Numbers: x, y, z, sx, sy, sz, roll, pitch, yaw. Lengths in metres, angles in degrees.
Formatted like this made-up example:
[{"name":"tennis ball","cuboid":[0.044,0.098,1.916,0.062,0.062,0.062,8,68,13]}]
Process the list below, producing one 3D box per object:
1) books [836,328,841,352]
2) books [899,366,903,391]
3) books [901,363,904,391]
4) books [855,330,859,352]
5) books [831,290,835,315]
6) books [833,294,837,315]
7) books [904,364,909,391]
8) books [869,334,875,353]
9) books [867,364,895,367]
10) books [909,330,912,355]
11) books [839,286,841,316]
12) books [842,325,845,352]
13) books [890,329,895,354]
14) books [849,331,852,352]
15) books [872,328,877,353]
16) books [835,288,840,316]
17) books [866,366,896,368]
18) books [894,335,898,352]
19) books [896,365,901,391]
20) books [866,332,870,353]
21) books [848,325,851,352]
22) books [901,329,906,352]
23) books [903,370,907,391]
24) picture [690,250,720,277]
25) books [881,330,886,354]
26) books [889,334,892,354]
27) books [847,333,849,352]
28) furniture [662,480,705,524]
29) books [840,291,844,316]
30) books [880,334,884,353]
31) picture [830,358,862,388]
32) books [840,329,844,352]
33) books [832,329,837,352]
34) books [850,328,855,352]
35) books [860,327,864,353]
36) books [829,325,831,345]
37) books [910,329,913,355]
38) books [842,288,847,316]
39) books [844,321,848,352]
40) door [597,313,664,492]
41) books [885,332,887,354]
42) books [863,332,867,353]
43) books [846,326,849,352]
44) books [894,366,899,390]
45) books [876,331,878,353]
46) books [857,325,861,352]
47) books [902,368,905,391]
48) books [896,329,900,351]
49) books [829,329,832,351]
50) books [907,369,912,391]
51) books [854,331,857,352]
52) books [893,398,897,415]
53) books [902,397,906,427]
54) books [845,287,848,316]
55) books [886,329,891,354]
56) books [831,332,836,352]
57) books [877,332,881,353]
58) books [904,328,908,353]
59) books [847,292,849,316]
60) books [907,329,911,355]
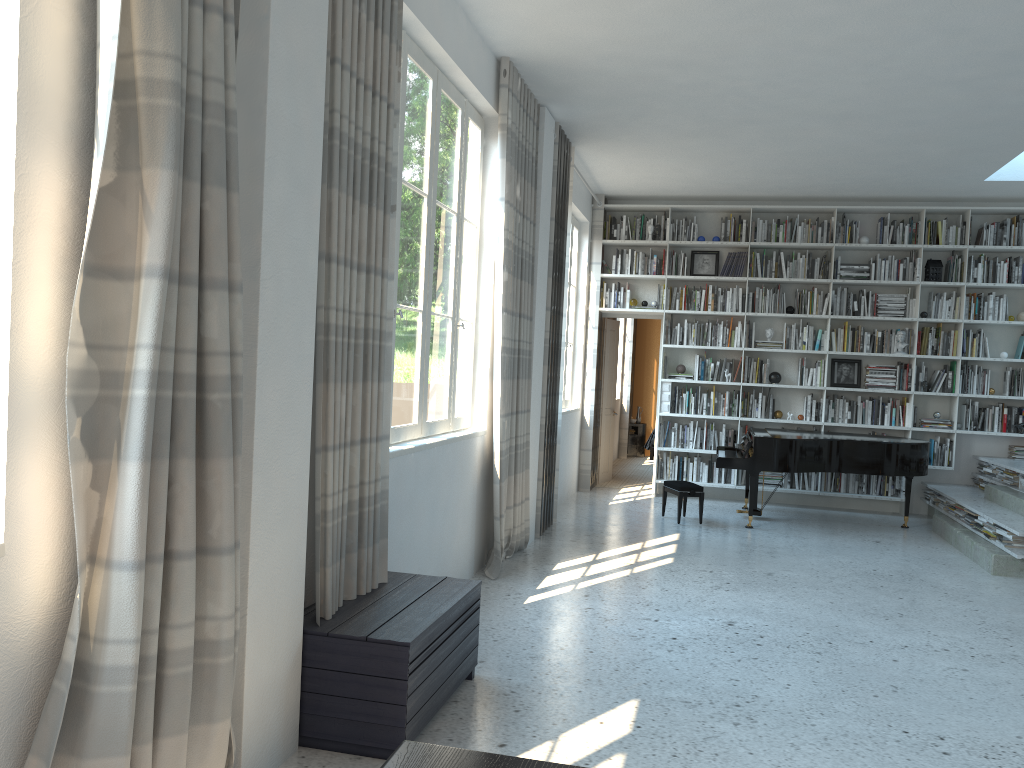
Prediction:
[{"name":"books","cuboid":[3.414,-0.456,9.282,0.026,0.248,0.139,3,2,13]},{"name":"books","cuboid":[4.000,-0.061,9.149,0.013,0.256,0.162,3,2,13]},{"name":"books","cuboid":[4.012,-0.076,9.145,0.011,0.288,0.152,3,2,13]},{"name":"books","cuboid":[3.586,-0.440,9.235,0.025,0.236,0.137,3,2,13]},{"name":"books","cuboid":[3.344,-0.838,9.275,0.026,0.267,0.170,3,2,13]},{"name":"books","cuboid":[3.372,-0.817,9.285,0.027,0.228,0.147,3,2,13]},{"name":"books","cuboid":[4.052,-0.069,9.123,0.011,0.279,0.186,3,2,13]},{"name":"books","cuboid":[3.726,-0.415,9.209,0.050,0.199,0.145,3,2,13]},{"name":"books","cuboid":[3.818,-0.190,9.181,0.254,0.012,0.161,3,1,17]},{"name":"books","cuboid":[4.082,-0.427,9.124,0.014,0.261,0.137,3,2,13]},{"name":"books","cuboid":[3.420,-0.857,9.275,0.014,0.313,0.133,3,2,13]},{"name":"books","cuboid":[3.462,-0.471,9.277,0.010,0.284,0.136,3,2,13]},{"name":"books","cuboid":[3.922,-0.434,9.157,0.024,0.259,0.126,3,2,13]},{"name":"books","cuboid":[3.524,-0.440,9.257,0.024,0.228,0.147,3,2,13]},{"name":"books","cuboid":[3.756,-0.443,9.192,0.014,0.259,0.161,3,2,13]},{"name":"books","cuboid":[3.396,-0.850,9.261,0.026,0.297,0.179,3,2,13]},{"name":"books","cuboid":[3.818,-0.177,9.183,0.254,0.012,0.161,3,1,10]},{"name":"books","cuboid":[3.948,-0.404,9.150,0.035,0.201,0.149,3,2,13]},{"name":"books","cuboid":[3.975,-0.064,9.143,0.011,0.261,0.184,3,2,13]},{"name":"books","cuboid":[3.684,-0.424,9.206,0.030,0.215,0.168,3,2,13]},{"name":"books","cuboid":[3.503,-0.467,9.237,0.010,0.281,0.170,3,2,13]},{"name":"books","cuboid":[4.024,-0.429,9.130,0.025,0.260,0.130,3,2,13]},{"name":"books","cuboid":[4.039,-0.039,9.145,0.021,0.217,0.132,3,2,13]},{"name":"picture","cuboid":[2.089,-1.297,9.616,0.300,0.300,0.077,3,2,13]},{"name":"books","cuboid":[3.829,-0.431,9.151,0.012,0.245,0.186,3,2,13]},{"name":"books","cuboid":[3.900,-0.409,9.170,0.022,0.207,0.114,3,2,13]},{"name":"books","cuboid":[3.496,-0.450,9.258,0.010,0.245,0.149,3,2,13]},{"name":"furniture","cuboid":[1.552,1.065,8.071,0.240,0.353,0.467,2,2,-12]},{"name":"books","cuboid":[3.431,-0.832,9.245,0.025,0.266,0.185,3,2,13]},{"name":"books","cuboid":[3.810,-0.410,9.166,0.029,0.200,0.178,3,2,13]},{"name":"picture","cuboid":[3.506,-0.113,9.312,0.300,0.300,0.077,3,2,13]},{"name":"books","cuboid":[3.439,-0.450,9.270,0.029,0.240,0.155,3,2,13]},{"name":"books","cuboid":[3.378,-0.454,9.281,0.042,0.242,0.162,3,2,13]},{"name":"books","cuboid":[3.551,-0.454,9.256,0.028,0.259,0.134,3,2,13]},{"name":"books","cuboid":[3.620,-0.454,9.205,0.028,0.268,0.189,3,2,13]},{"name":"books","cuboid":[3.323,-0.478,9.308,0.010,0.282,0.140,3,2,13]},{"name":"books","cuboid":[4.102,-0.428,9.126,0.023,0.265,0.107,3,2,13]},{"name":"books","cuboid":[3.462,-0.846,9.256,0.029,0.295,0.151,3,2,13]},{"name":"books","cuboid":[3.465,-0.487,9.231,0.014,0.317,0.188,3,2,13]},{"name":"door","cuboid":[1.340,0.200,10.339,0.834,1.981,0.786,3,2,13]},{"name":"books","cuboid":[3.855,-0.423,9.183,0.025,0.230,0.143,3,2,13]},{"name":"books","cuboid":[3.658,-0.427,9.211,0.024,0.216,0.175,3,2,13]},{"name":"books","cuboid":[3.478,-0.461,9.228,0.015,0.267,0.189,3,2,13]},{"name":"books","cuboid":[3.964,-0.061,9.149,0.012,0.254,0.161,3,2,13]},{"name":"books","cuboid":[3.766,-0.430,9.186,0.010,0.234,0.175,3,2,13]},{"name":"books","cuboid":[3.604,-0.463,9.223,0.013,0.284,0.176,3,2,13]},{"name":"books","cuboid":[4.023,-0.048,9.150,0.013,0.232,0.134,3,2,13]},{"name":"books","cuboid":[3.975,-0.433,9.152,0.014,0.263,0.135,3,2,13]},{"name":"books","cuboid":[3.332,-0.454,9.306,0.011,0.235,0.141,3,2,13]},{"name":"books","cuboid":[4.070,-0.043,9.109,0.034,0.229,0.199,3,2,13]},{"name":"books","cuboid":[3.565,-0.437,9.233,0.012,0.228,0.169,3,2,13]},{"name":"books","cuboid":[3.953,0.289,9.178,0.010,0.284,0.132,3,2,13]},{"name":"books","cuboid":[4.039,0.286,9.149,0.011,0.300,0.149,3,2,13]},{"name":"books","cuboid":[3.480,-0.847,9.244,0.011,0.300,0.179,3,2,13]},{"name":"books","cuboid":[3.875,-0.436,9.158,0.025,0.259,0.150,3,2,13]},{"name":"books","cuboid":[3.357,-0.439,9.274,0.053,0.209,0.156,3,2,13]},{"name":"books","cuboid":[3.782,-0.424,9.171,0.029,0.224,0.185,3,2,13]},{"name":"books","cuboid":[4.051,-0.437,9.135,0.025,0.279,0.108,3,2,13]},{"name":"books","cuboid":[3.490,-0.822,9.245,0.011,0.252,0.153,3,2,13]},{"name":"books","cuboid":[4.066,-0.430,9.115,0.014,0.266,0.153,3,2,13]}]
